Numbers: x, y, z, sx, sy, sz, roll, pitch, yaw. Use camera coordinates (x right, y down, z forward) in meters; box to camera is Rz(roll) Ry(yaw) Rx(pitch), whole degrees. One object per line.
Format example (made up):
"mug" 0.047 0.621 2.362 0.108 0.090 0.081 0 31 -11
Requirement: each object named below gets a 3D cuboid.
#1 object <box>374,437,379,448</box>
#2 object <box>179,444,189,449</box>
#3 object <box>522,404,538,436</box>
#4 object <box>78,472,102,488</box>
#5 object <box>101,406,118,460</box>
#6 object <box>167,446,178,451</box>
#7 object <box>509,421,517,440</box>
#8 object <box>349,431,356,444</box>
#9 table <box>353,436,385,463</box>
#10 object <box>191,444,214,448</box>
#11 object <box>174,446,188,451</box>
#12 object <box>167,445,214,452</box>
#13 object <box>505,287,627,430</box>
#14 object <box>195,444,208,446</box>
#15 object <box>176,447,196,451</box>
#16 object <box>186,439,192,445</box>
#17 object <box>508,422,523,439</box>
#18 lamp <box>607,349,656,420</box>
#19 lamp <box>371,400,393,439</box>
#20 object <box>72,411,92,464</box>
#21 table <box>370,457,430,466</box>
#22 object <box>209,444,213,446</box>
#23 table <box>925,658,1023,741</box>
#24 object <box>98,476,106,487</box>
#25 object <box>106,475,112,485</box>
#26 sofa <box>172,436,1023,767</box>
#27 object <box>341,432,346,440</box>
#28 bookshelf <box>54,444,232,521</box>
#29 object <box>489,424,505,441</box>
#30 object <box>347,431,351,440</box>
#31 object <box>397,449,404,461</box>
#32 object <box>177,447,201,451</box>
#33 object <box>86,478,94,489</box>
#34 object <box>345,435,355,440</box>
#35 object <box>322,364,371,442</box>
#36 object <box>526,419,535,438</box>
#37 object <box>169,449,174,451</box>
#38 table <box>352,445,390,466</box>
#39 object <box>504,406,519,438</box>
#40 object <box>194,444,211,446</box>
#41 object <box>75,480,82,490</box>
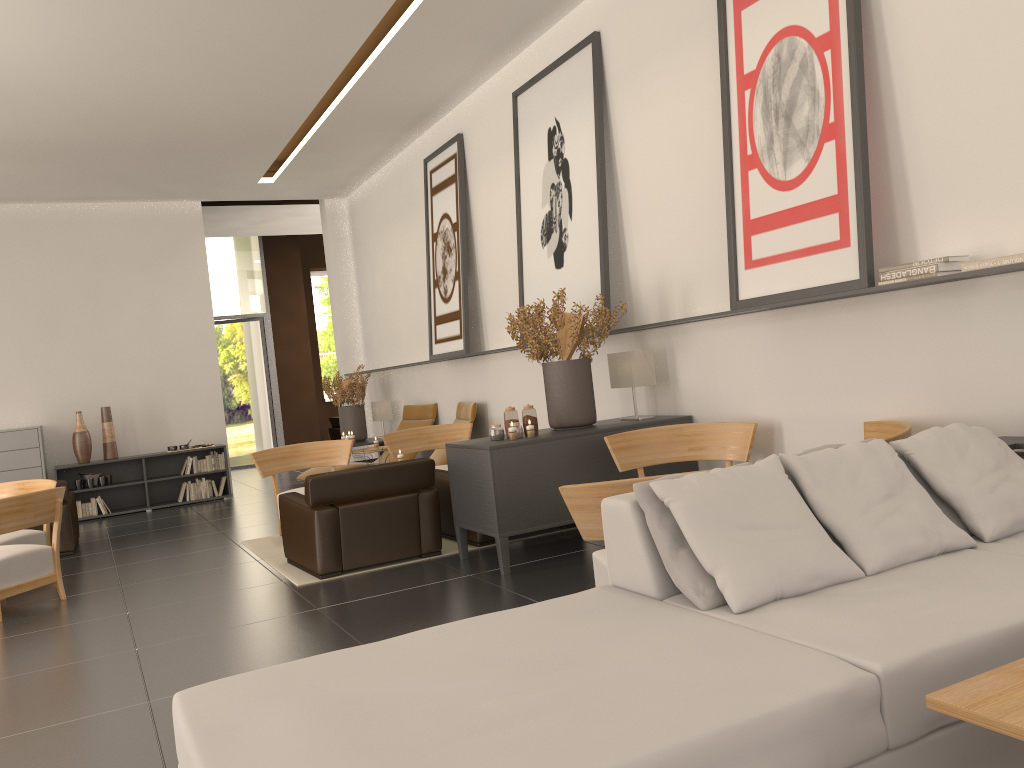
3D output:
"object" -2.304 0.986 15.029 0.080 0.187 0.080 -6 0 28
"object" -6.629 1.271 17.938 0.188 0.082 0.188 -7 1 -12
"object" 0.185 0.370 9.203 0.157 0.325 0.157 -6 0 11
"object" -8.080 1.826 16.995 0.414 0.309 0.142 -6 0 -11
"object" -7.843 0.955 17.228 0.262 1.025 0.262 -6 0 -23
"object" -6.831 1.295 17.843 0.188 0.082 0.188 -6 1 24
"object" 0.006 0.464 8.901 0.076 0.187 0.076 -6 0 -10
"object" -3.137 1.049 17.417 0.104 0.254 0.104 -6 0 24
"table" -2.967 1.572 17.881 1.601 0.840 1.599 -7 1 -26
"object" -6.268 1.255 17.939 0.405 0.034 0.293 -6 1 22
"object" -6.599 1.284 17.673 0.292 0.058 0.086 -7 1 -39
"object" -6.450 1.297 17.812 0.894 0.003 0.671 -7 1 -24
"object" 0.785 -0.321 9.663 1.422 1.554 1.436 -6 0 -14
"object" -6.285 1.234 17.901 0.514 0.015 0.014 -6 1 41
"object" -6.505 1.297 17.618 0.515 0.015 0.014 -7 1 -34
"object" -6.605 1.216 17.988 0.086 0.152 0.262 -6 1 32
"object" 0.034 0.474 9.032 0.157 0.158 0.158 -6 0 37
"lamp" 1.340 0.015 9.816 0.257 0.757 0.514 -6 0 -26
"lamp" -2.639 0.731 18.089 0.257 0.756 0.514 -6 0 -26
"object" -8.167 1.014 16.821 0.327 0.992 0.327 -6 0 -3
"table" -1.420 1.458 11.572 0.797 0.904 0.797 -6 0 -4
"object" -6.048 1.230 17.795 0.112 0.040 0.034 -7 1 -37
"table" 2.339 1.230 2.272 1.601 0.840 1.599 -7 1 -26
"object" -7.814 1.864 16.921 0.135 0.179 0.136 -6 0 35
"object" -7.807 1.859 17.154 0.135 0.179 0.135 -6 0 -20
"sofa" 2.241 1.046 2.468 5.530 1.205 5.600 -7 1 -26
"object" -3.306 1.068 17.443 0.108 0.254 0.108 -6 0 28
"bookshelf" -7.209 1.937 17.417 3.083 1.079 0.739 -7 0 -26
"object" -0.157 0.495 9.062 0.157 0.158 0.158 -6 0 37
"object" -3.208 1.055 17.520 0.104 0.254 0.104 -6 0 24
"object" -1.455 0.947 11.567 0.076 0.187 0.076 -6 0 13
"object" -6.427 1.289 17.614 0.515 0.015 0.014 -7 1 -28
"object" -7.988 1.885 16.804 0.135 0.179 0.135 -6 0 -25
"object" -3.171 1.086 17.385 0.208 0.187 0.111 -7 0 -39
"object" -3.344 0.408 18.026 0.927 1.554 1.586 -6 0 2
"object" 0.184 0.444 8.904 0.080 0.187 0.080 -6 0 -17
"object" -6.770 1.313 17.638 0.112 0.040 0.034 -6 0 18
"table" -2.276 1.512 15.032 0.796 0.904 0.798 -6 0 41
"object" -0.005 0.391 9.232 0.158 0.325 0.157 -6 0 -34
"object" -6.269 1.232 17.953 0.514 0.015 0.014 -6 1 32
"object" -8.199 1.909 16.782 0.135 0.179 0.135 -6 0 -25
